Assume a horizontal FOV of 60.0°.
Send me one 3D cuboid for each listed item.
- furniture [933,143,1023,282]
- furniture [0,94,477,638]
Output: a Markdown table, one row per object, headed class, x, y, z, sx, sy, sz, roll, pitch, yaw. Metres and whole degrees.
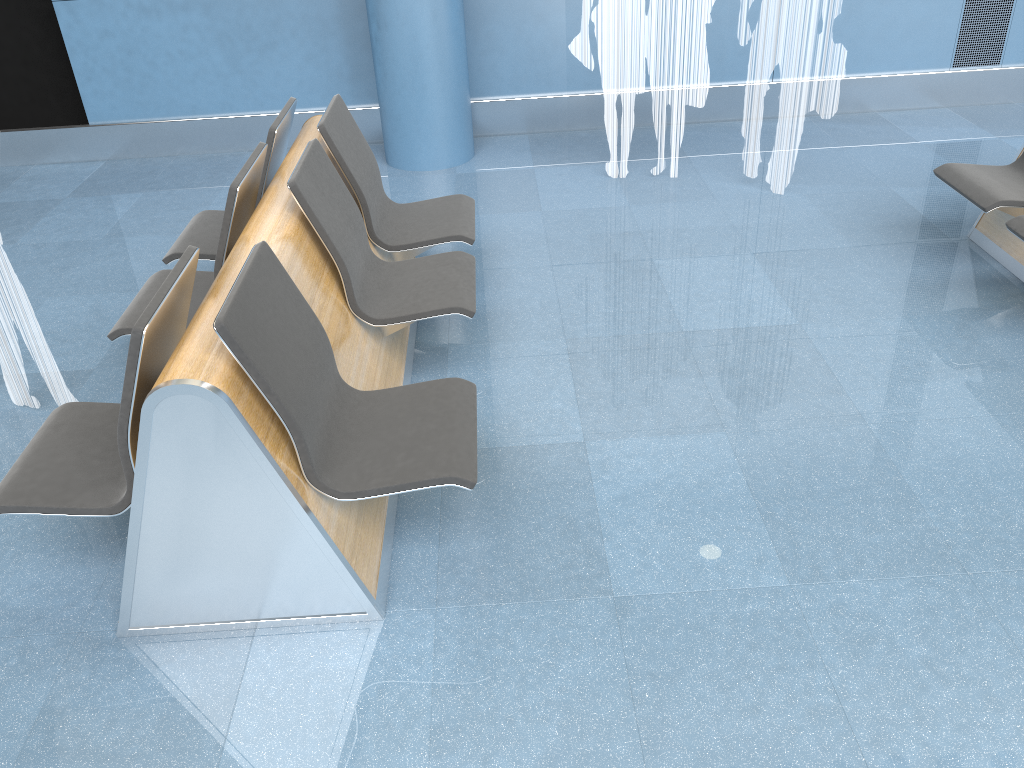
| class | x | y | z | sx | sy | sz | roll | pitch | yaw |
| --- | --- | --- | --- | --- | --- | --- | --- | --- | --- |
| furniture | 2.630 | -0.531 | 3.174 | 1.301 | 0.896 | 2.281 | -4 | 32 | 0 |
| furniture | -0.783 | -0.311 | 3.156 | 1.301 | 0.896 | 2.281 | -4 | 32 | 0 |
